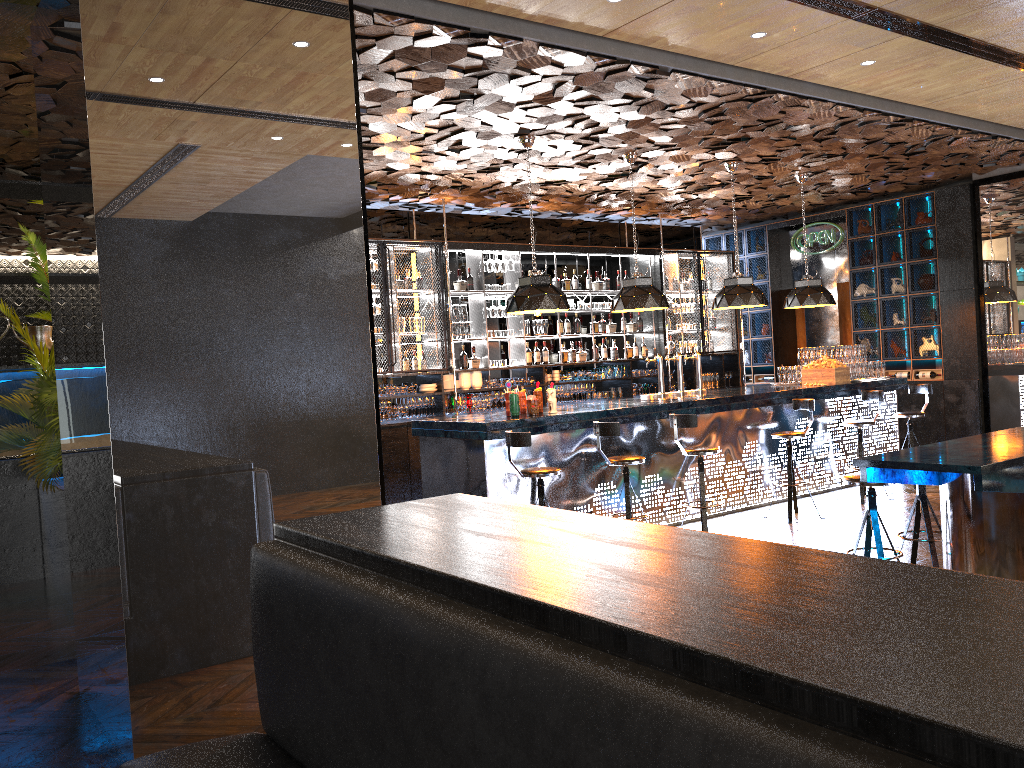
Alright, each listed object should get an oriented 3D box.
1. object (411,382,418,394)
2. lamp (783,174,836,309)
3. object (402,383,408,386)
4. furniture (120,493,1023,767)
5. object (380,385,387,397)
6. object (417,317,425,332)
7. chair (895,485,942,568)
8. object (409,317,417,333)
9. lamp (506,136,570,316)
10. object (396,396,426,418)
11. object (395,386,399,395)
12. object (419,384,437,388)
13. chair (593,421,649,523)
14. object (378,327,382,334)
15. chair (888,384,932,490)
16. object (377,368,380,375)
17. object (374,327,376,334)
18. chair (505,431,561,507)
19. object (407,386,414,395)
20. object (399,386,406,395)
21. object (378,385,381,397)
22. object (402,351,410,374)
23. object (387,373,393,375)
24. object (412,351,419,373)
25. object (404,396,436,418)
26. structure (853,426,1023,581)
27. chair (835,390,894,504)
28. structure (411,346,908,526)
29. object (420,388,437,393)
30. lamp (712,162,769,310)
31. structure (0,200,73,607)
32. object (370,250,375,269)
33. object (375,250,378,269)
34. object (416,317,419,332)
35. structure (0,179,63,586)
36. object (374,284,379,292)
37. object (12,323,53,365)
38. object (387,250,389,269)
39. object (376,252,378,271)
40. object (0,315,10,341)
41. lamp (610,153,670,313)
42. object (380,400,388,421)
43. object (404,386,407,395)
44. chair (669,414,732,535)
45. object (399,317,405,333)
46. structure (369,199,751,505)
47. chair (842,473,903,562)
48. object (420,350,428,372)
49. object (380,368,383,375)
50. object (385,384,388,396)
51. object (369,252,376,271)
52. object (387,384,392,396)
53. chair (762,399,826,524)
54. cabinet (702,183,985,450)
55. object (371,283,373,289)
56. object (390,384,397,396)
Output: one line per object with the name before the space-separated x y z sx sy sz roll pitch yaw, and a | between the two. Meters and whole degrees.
object | -1.113 0.049 10.160 0.074 0.131 0.074 -4 1 -23
lamp | 3.500 -1.703 10.564 0.582 1.564 0.607 -4 2 -36
object | -1.240 0.053 10.287 0.074 0.131 0.074 -4 1 -23
furniture | 1.603 0.947 0.303 1.802 1.137 7.087 -4 2 -36
object | -1.424 0.074 9.844 0.081 0.132 0.081 -3 2 26
object | -1.057 -0.689 10.324 0.092 0.182 0.092 -5 2 -41
chair | 2.680 0.913 5.783 0.419 0.813 0.419 -5 2 -41
object | -1.146 -0.682 10.285 0.092 0.182 0.092 -5 2 -41
lamp | 0.187 -1.414 8.022 0.582 1.606 0.607 -4 2 -36
object | -1.163 0.269 10.367 0.376 0.227 0.186 -5 2 -37
object | -1.303 0.078 10.021 0.078 0.103 0.078 -3 1 7
object | -0.968 0.031 10.239 0.211 0.060 0.209 -3 1 9
chair | 0.905 0.844 7.127 0.476 1.108 0.419 -5 2 -36
object | -1.493 -0.607 10.158 0.077 0.080 0.077 -5 2 -40
chair | 4.414 0.565 9.771 0.476 1.108 0.419 -4 1 -26
object | -1.515 -0.135 9.966 0.077 0.080 0.077 -2 2 40
object | -1.566 -0.598 9.977 0.077 0.080 0.077 -3 2 33
chair | 0.203 0.897 6.702 0.476 1.108 0.419 -5 2 -36
object | -1.151 0.071 10.019 0.078 0.099 0.078 -3 1 21
object | -1.236 0.075 9.967 0.078 0.103 0.078 -3 1 7
object | -1.497 0.076 9.939 0.081 0.132 0.081 -3 2 26
object | -1.231 -0.250 10.260 0.075 0.261 0.075 -3 1 13
object | -1.396 -0.145 10.090 0.077 0.080 0.077 -2 2 43
object | -1.132 -0.259 10.358 0.075 0.260 0.075 -3 1 13
object | -1.049 0.265 10.208 0.376 0.227 0.186 -5 2 -37
structure | 4.037 0.732 5.886 4.941 0.998 0.673 -4 2 -36
chair | 3.603 0.630 9.106 0.476 1.108 0.419 -4 1 -21
structure | 1.901 0.443 9.209 6.009 1.685 1.214 -4 2 -36
object | -0.967 0.072 10.239 0.209 0.060 0.211 -3 1 14
lamp | 2.440 -1.617 9.653 0.582 1.564 0.607 -4 2 -36
structure | -3.452 -0.117 7.157 1.873 3.561 4.073 -4 2 -34
object | -1.575 -1.391 9.932 0.081 0.213 0.081 -4 2 -30
object | -1.505 -1.397 9.982 0.081 0.213 0.081 -4 2 -30
object | -1.104 -0.688 10.406 0.092 0.182 0.092 -5 2 -41
structure | -4.088 -0.188 8.195 4.269 3.734 0.705 -4 2 -36
object | -1.542 -1.101 10.165 0.077 0.080 0.077 -4 1 0
object | -4.329 -0.365 8.131 0.378 0.398 0.232 -4 1 -6
object | -1.432 -1.403 10.035 0.081 0.213 0.081 -4 2 -30
object | -1.516 -1.400 10.152 0.081 0.213 0.081 -4 2 -30
object | -4.719 -0.368 7.850 0.458 0.472 0.250 -4 1 -9
lamp | 1.241 -1.526 8.936 0.582 1.564 0.607 -4 2 -36
object | -1.418 0.296 9.818 0.088 0.229 0.077 -4 1 -22
object | -1.230 0.074 10.073 0.078 0.099 0.078 -3 1 21
chair | 1.578 0.794 7.464 0.476 1.108 0.419 -5 2 -36
object | -1.267 -0.672 10.169 0.092 0.182 0.092 -5 2 -41
structure | 0.641 -0.465 11.373 6.750 3.553 1.143 -4 2 -36
chair | 2.194 0.953 5.380 0.419 0.813 0.419 -5 2 -41
object | -1.036 -0.266 10.401 0.075 0.260 0.075 -3 1 13
object | -1.503 -0.138 10.080 0.077 0.080 0.077 -3 1 20
object | -1.422 0.070 10.045 0.074 0.131 0.074 -4 1 -23
object | -1.589 -1.394 10.099 0.081 0.213 0.081 -4 2 -30
object | -1.372 0.069 9.975 0.074 0.131 0.074 -4 1 -23
chair | 2.646 0.707 8.357 0.476 1.108 0.419 -4 1 -21
cabinet | 4.766 -0.741 13.096 0.691 3.514 4.416 -4 2 -36
object | -1.598 -1.094 9.982 0.077 0.080 0.077 -4 1 0
object | -1.323 0.068 9.902 0.074 0.131 0.074 -4 1 -23
